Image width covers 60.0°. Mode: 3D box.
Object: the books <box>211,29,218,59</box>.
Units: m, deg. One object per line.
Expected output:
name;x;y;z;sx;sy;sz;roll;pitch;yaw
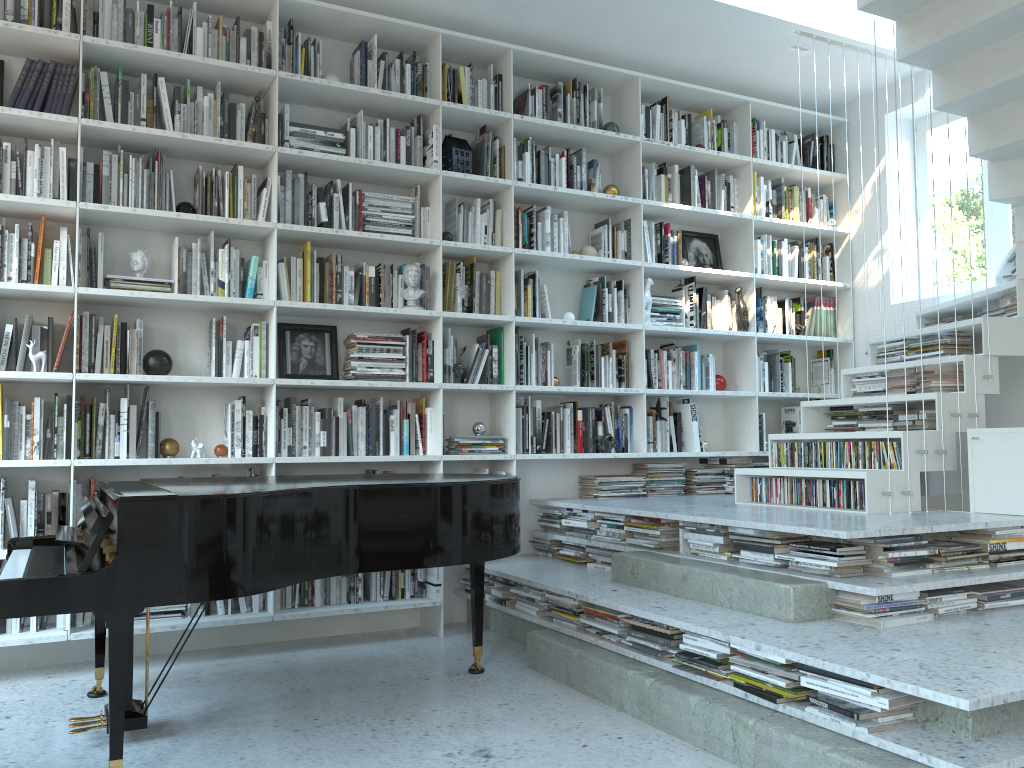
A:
books;-1.456;-1.590;4.304;0.029;0.213;0.141;1;-4;-27

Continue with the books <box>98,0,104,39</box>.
books;-1.896;-1.634;4.089;0.021;0.279;0.141;1;-4;-27

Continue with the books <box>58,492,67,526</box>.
books;-1.974;0.589;3.889;0.030;0.230;0.151;1;-4;-27

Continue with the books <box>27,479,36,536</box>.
books;-2.082;0.558;3.844;0.025;0.287;0.130;1;-4;-27

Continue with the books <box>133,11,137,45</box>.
books;-1.762;-1.597;4.127;0.015;0.207;0.166;1;-4;-27

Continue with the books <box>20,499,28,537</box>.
books;-2.110;0.600;3.837;0.030;0.203;0.142;1;-4;-27

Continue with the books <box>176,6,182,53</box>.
books;-1.587;-1.626;4.216;0.013;0.276;0.164;1;-4;-27

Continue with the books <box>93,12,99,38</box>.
books;-1.911;-1.588;4.067;0.024;0.183;0.133;1;-4;-27

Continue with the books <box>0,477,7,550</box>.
books;-2.172;0.548;3.785;0.013;0.301;0.172;1;-4;-27

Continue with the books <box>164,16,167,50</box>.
books;-1.644;-1.598;4.185;0.011;0.215;0.160;1;-4;-27

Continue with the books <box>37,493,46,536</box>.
books;-2.051;0.590;3.867;0.030;0.227;0.140;1;-4;-27

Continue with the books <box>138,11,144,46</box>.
books;-1.749;-1.608;4.166;0.025;0.234;0.129;1;-4;-27

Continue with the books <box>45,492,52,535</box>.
books;-2.008;0.587;3.842;0.023;0.228;0.190;1;-4;-27

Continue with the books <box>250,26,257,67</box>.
books;-1.290;-1.609;4.384;0.029;0.261;0.151;1;-4;-27

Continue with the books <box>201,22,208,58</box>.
books;-1.489;-1.602;4.278;0.026;0.235;0.134;1;-4;-27

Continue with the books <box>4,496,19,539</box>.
books;-2.141;0.592;3.801;0.059;0.216;0.177;1;-4;-27

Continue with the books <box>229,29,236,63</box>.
books;-1.372;-1.583;4.307;0.026;0.200;0.187;1;-4;-27

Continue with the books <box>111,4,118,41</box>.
books;-1.837;-1.605;4.090;0.023;0.220;0.181;1;-4;-27

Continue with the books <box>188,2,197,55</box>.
books;-1.535;-1.643;4.256;0.014;0.315;0.166;1;-4;-27

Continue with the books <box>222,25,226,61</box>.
books;-1.412;-1.597;4.304;0.021;0.228;0.161;1;-4;-27

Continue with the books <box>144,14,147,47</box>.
books;-1.728;-1.598;4.167;0.012;0.216;0.150;1;-4;-27

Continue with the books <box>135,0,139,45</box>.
books;-1.753;-1.625;4.136;0.010;0.264;0.160;1;-4;-27

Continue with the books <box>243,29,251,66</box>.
books;-1.311;-1.598;4.363;0.026;0.237;0.149;1;-4;-27

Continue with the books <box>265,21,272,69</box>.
books;-1.222;-1.622;4.399;0.026;0.288;0.176;1;-4;-27

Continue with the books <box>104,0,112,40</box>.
books;-1.864;-1.623;4.083;0.031;0.254;0.145;1;-4;-27

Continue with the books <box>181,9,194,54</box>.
books;-1.558;-1.624;4.228;0.052;0.272;0.172;1;-4;-27

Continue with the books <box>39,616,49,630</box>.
books;-2.015;0.925;3.857;0.065;0.256;0.156;1;-4;-27

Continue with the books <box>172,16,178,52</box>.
books;-1.612;-1.605;4.219;0.029;0.235;0.130;1;-4;-27

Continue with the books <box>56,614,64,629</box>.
books;-1.974;0.916;3.880;0.027;0.276;0.143;1;-4;-27

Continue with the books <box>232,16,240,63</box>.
books;-1.354;-1.624;4.338;0.013;0.285;0.159;1;-4;-27

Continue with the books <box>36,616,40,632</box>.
books;-2.039;0.899;3.821;0.012;0.303;0.165;1;-4;-27

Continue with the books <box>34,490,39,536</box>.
books;-2.054;0.581;3.827;0.011;0.239;0.174;1;-4;-27

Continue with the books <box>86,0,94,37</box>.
books;-1.928;-1.616;4.043;0.029;0.237;0.156;1;-4;-27

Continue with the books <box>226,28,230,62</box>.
books;-1.391;-1.587;4.300;0.013;0.207;0.178;1;-4;-27

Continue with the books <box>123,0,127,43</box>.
books;-1.800;-1.619;4.108;0.012;0.249;0.174;1;-4;-27

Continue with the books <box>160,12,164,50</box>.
books;-1.659;-1.607;4.187;0.013;0.234;0.154;1;-4;-27

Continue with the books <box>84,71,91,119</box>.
books;-1.924;-1.260;4.013;0.023;0.256;0.175;1;-4;-27

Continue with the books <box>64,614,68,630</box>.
books;-1.935;0.936;3.851;0.017;0.233;0.212;1;-4;-27

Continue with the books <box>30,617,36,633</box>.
books;-2.055;0.903;3.815;0.021;0.295;0.188;1;-4;-27

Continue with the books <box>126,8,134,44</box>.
books;-1.776;-1.598;4.106;0.029;0.207;0.178;1;-4;-27

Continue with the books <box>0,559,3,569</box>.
books;-2.181;0.894;3.777;0.013;0.310;0.130;1;-4;-27

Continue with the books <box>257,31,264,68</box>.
books;-1.256;-1.592;4.376;0.026;0.225;0.172;1;-4;-27

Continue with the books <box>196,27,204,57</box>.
books;-1.510;-1.581;4.256;0.031;0.190;0.181;1;-4;-27

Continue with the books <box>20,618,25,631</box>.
books;-2.096;0.920;3.827;0.040;0.264;0.137;1;-4;-27

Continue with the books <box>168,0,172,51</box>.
books;-1.625;-1.638;4.201;0.010;0.298;0.151;1;-4;-27

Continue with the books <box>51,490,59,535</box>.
books;-2.003;0.587;3.885;0.026;0.235;0.140;1;-4;-27

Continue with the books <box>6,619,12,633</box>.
books;-2.138;0.936;3.782;0.022;0.224;0.141;1;-4;-27

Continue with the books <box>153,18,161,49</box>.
books;-1.680;-1.591;4.179;0.030;0.201;0.152;1;-4;-27

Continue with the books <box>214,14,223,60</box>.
books;-1.425;-1.617;4.291;0.014;0.266;0.192;1;-4;-27

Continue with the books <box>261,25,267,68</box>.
books;-1.242;-1.612;4.394;0.014;0.267;0.171;1;-4;-27

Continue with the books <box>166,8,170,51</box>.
books;-1.634;-1.615;4.192;0.013;0.251;0.183;1;-4;-27

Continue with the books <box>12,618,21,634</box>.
books;-2.115;0.921;3.791;0.027;0.256;0.179;1;-4;-27

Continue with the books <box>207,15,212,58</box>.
books;-1.472;-1.618;4.289;0.014;0.269;0.156;1;-4;-27

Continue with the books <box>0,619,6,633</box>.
books;-2.164;0.942;3.781;0.024;0.214;0.137;1;-4;-27

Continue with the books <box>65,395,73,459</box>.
books;-1.965;0.194;3.932;0.024;0.280;0.136;1;-4;-27

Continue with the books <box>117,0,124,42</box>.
books;-1.818;-1.620;4.104;0.023;0.251;0.170;1;-4;-27

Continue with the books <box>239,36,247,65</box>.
books;-1.332;-1.574;4.340;0.031;0.184;0.177;1;-4;-27

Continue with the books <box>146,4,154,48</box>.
books;-1.710;-1.624;4.176;0.028;0.267;0.151;1;-4;-27
